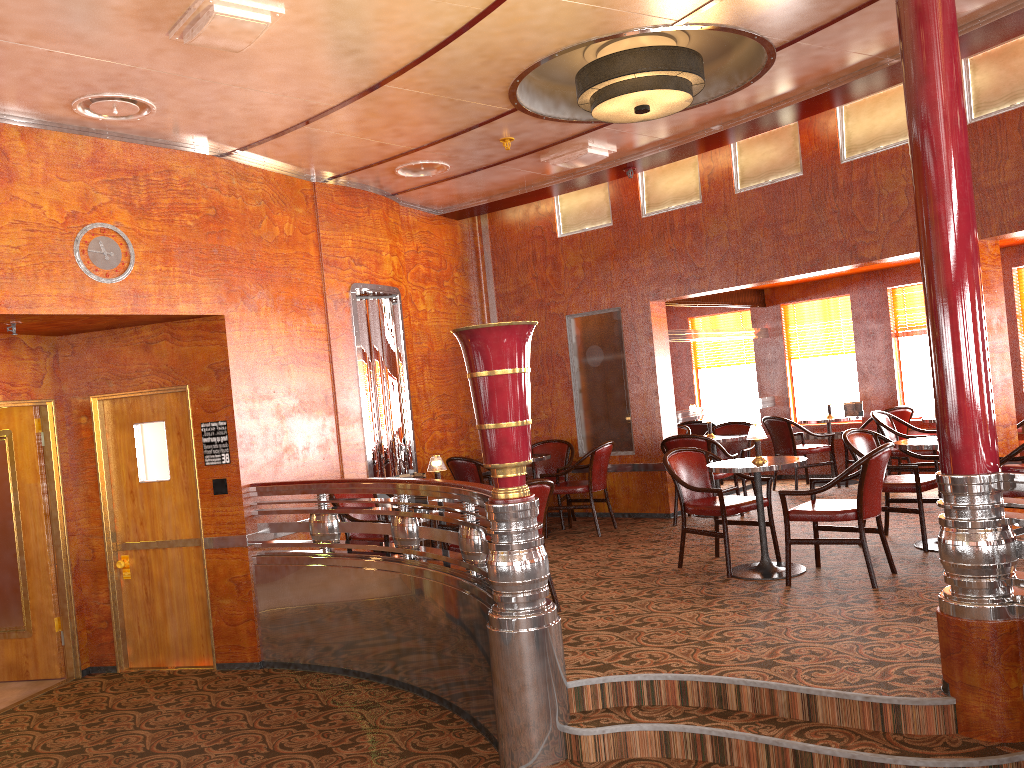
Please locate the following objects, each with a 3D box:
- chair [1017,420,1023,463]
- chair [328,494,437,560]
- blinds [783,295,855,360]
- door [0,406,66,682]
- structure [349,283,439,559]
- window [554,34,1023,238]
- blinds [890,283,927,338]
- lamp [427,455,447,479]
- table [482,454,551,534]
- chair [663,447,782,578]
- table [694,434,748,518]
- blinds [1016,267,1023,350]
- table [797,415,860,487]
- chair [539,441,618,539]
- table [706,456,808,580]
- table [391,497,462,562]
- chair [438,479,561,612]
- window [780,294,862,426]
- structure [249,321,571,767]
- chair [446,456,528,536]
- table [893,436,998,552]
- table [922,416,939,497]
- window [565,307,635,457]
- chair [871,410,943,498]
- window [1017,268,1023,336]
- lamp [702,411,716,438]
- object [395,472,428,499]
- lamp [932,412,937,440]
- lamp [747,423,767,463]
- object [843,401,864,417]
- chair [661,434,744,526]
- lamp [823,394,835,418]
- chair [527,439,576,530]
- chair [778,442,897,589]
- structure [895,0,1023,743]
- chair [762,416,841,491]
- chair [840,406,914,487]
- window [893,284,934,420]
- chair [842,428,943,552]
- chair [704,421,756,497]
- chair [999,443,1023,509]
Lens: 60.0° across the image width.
[{"bbox_3d":[4.470,0.560,7.800,0.615,0.817,0.587,-6,0,39],"label":"chair"},{"bbox_3d":[-0.912,1.071,6.163,0.615,0.817,0.587,-6,0,34],"label":"chair"},{"bbox_3d":[3.498,-0.632,10.110,0.804,0.661,0.050,-6,0,44],"label":"blinds"},{"bbox_3d":[-3.698,1.154,6.408,0.808,1.983,0.063,-6,0,8],"label":"door"},{"bbox_3d":[-1.020,0.324,7.566,0.557,2.354,0.811,-5,0,35],"label":"structure"},{"bbox_3d":[3.262,-2.047,3.719,1.955,0.480,11.953,-5,-1,-19],"label":"window"},{"bbox_3d":[4.345,-0.786,9.194,0.057,0.539,0.804,-6,0,-40],"label":"blinds"},{"bbox_3d":[-0.483,0.586,5.748,0.130,0.250,0.130,-6,0,43],"label":"lamp"},{"bbox_3d":[0.077,1.044,8.249,0.640,0.720,0.639,-6,0,43],"label":"table"},{"bbox_3d":[1.402,0.844,6.116,0.587,0.817,0.615,-6,0,-36],"label":"chair"},{"bbox_3d":[1.932,0.863,8.383,0.640,0.720,0.639,-6,0,43],"label":"table"},{"bbox_3d":[5.139,-0.555,8.202,0.050,1.174,0.804,-6,0,-35],"label":"blinds"},{"bbox_3d":[3.470,0.725,9.633,0.639,0.720,0.640,-6,0,-6],"label":"table"},{"bbox_3d":[0.643,0.937,8.004,0.615,0.817,0.587,-6,0,29],"label":"chair"},{"bbox_3d":[1.630,0.867,5.799,0.640,0.720,0.639,-6,0,43],"label":"table"},{"bbox_3d":[-0.432,1.068,5.748,0.640,0.720,0.639,-6,0,43],"label":"table"},{"bbox_3d":[-0.038,0.977,5.304,0.587,0.817,0.615,-6,0,-41],"label":"chair"},{"bbox_3d":[3.555,-0.256,10.132,0.839,1.436,0.150,-6,0,44],"label":"window"},{"bbox_3d":[-0.703,0.835,5.110,0.623,2.024,3.171,-6,0,-36],"label":"structure"},{"bbox_3d":[-0.236,1.023,7.975,0.615,0.817,0.588,-6,0,-41],"label":"chair"},{"bbox_3d":[2.974,0.737,6.031,0.640,0.720,0.639,-6,0,43],"label":"table"},{"bbox_3d":[4.105,0.646,8.048,0.640,0.720,0.639,-6,0,25],"label":"table"},{"bbox_3d":[0.957,-0.013,8.873,0.807,1.440,0.257,-6,0,39],"label":"window"},{"bbox_3d":[3.736,0.637,8.317,0.615,0.817,0.587,-6,0,39],"label":"chair"},{"bbox_3d":[5.188,-0.436,8.229,0.040,1.420,0.820,-6,0,-35],"label":"window"},{"bbox_3d":[1.870,0.382,8.400,0.130,0.250,0.130,-6,0,-29],"label":"lamp"},{"bbox_3d":[-0.622,0.646,5.676,0.195,0.156,0.169,-6,0,9],"label":"object"},{"bbox_3d":[2.931,0.254,6.038,0.130,0.250,0.130,-6,0,-20],"label":"lamp"},{"bbox_3d":[1.599,0.382,5.778,0.130,0.250,0.130,-6,0,-29],"label":"lamp"},{"bbox_3d":[3.612,0.268,9.417,0.169,0.156,0.195,-6,0,6],"label":"object"},{"bbox_3d":[1.690,0.834,7.991,0.588,0.817,0.615,-6,0,34],"label":"chair"},{"bbox_3d":[3.435,0.240,9.604,0.130,0.250,0.130,-6,0,7],"label":"lamp"},{"bbox_3d":[0.326,0.975,8.683,0.588,0.817,0.615,-6,0,24],"label":"chair"},{"bbox_3d":[2.019,0.776,5.384,0.615,0.817,0.587,-6,0,39],"label":"chair"},{"bbox_3d":[2.148,-0.275,1.449,0.549,3.605,4.355,-6,0,-12],"label":"structure"},{"bbox_3d":[3.037,0.717,9.450,0.615,0.817,0.588,-6,0,-19],"label":"chair"},{"bbox_3d":[3.811,0.637,9.117,0.587,0.817,0.615,-6,0,-19],"label":"chair"},{"bbox_3d":[4.422,-0.351,9.225,0.040,1.420,0.820,-6,0,-40],"label":"window"},{"bbox_3d":[2.727,0.716,6.310,0.587,0.817,0.615,-6,0,-41],"label":"chair"},{"bbox_3d":[2.138,0.798,8.771,0.588,0.817,0.615,-6,0,34],"label":"chair"},{"bbox_3d":[3.198,0.662,5.585,0.587,0.817,0.615,-6,0,-36],"label":"chair"}]
